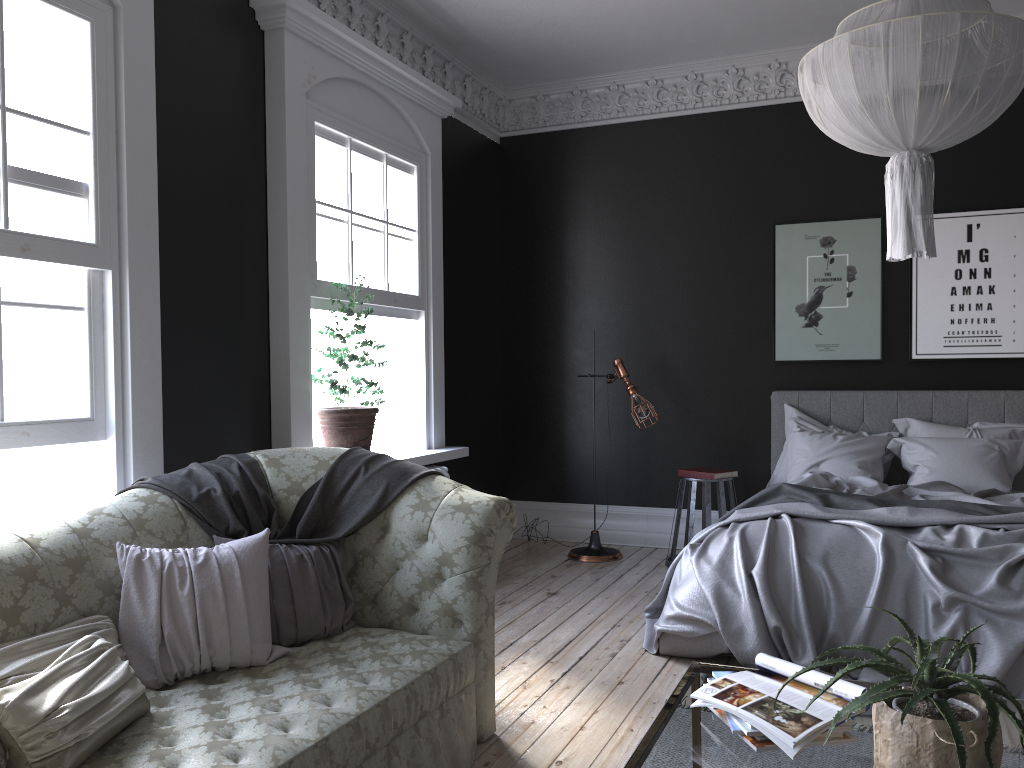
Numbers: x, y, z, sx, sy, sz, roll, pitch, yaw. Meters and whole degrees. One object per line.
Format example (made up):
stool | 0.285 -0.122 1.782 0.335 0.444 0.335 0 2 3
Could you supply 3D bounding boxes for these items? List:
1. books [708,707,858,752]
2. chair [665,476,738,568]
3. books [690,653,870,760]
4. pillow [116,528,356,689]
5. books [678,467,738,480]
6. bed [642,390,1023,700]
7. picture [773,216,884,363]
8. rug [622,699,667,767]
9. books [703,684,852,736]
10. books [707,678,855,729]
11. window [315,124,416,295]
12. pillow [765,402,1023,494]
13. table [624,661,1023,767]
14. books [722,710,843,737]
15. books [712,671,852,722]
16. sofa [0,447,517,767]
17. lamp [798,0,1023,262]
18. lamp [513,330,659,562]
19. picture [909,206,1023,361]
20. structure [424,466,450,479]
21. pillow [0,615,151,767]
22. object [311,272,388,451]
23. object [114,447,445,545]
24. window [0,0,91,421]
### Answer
books | 0.645 0.822 2.177 0.252 0.011 0.318 -1 1 -11
chair | 1.456 1.024 6.636 0.613 0.673 0.613 -1 1 -23
books | 0.643 0.767 2.148 0.273 0.109 0.322 -1 1 -32
pillow | -0.958 0.756 3.245 0.405 0.462 0.963 0 1 30
books | 1.463 0.666 6.620 0.275 0.045 0.346 -1 1 -38
bed | 2.182 0.718 5.201 2.765 1.299 3.282 0 1 11
picture | 2.396 -0.708 6.745 0.791 1.079 0.014 0 2 23
rug | 0.940 1.400 1.839 2.105 0.050 3.643 0 1 23
books | 0.648 0.800 2.205 0.252 0.011 0.318 -1 1 -6
books | 0.661 0.789 2.218 0.252 0.011 0.318 -1 1 -6
window | -0.936 -1.029 5.669 0.056 1.017 1.262 0 1 23
pillow | 2.661 0.516 6.198 1.830 0.760 0.680 0 1 22
table | 0.780 1.134 1.846 1.092 0.558 1.448 0 1 23
books | 0.653 0.811 2.220 0.252 0.011 0.318 0 1 4
books | 0.666 0.779 2.225 0.252 0.011 0.318 -1 1 -1
sofa | -1.200 0.872 2.788 1.606 1.161 2.811 0 1 24
lamp | 1.450 -1.475 3.219 0.783 2.050 0.782 -1 2 -24
lamp | 0.532 0.467 7.168 0.437 1.780 1.717 -1 2 -29
picture | 3.291 -0.711 6.372 0.791 1.079 0.014 0 2 23
structure | -0.718 0.990 5.658 0.276 0.849 1.140 0 1 23
pillow | -1.321 0.791 2.314 0.529 0.416 1.105 0 1 23
object | -0.955 -0.082 5.245 0.474 1.134 0.505 -1 2 -27
object | -0.927 0.572 3.706 1.367 0.585 0.517 -1 1 -18
window | -1.999 -0.662 3.120 0.056 1.672 1.262 0 2 23
